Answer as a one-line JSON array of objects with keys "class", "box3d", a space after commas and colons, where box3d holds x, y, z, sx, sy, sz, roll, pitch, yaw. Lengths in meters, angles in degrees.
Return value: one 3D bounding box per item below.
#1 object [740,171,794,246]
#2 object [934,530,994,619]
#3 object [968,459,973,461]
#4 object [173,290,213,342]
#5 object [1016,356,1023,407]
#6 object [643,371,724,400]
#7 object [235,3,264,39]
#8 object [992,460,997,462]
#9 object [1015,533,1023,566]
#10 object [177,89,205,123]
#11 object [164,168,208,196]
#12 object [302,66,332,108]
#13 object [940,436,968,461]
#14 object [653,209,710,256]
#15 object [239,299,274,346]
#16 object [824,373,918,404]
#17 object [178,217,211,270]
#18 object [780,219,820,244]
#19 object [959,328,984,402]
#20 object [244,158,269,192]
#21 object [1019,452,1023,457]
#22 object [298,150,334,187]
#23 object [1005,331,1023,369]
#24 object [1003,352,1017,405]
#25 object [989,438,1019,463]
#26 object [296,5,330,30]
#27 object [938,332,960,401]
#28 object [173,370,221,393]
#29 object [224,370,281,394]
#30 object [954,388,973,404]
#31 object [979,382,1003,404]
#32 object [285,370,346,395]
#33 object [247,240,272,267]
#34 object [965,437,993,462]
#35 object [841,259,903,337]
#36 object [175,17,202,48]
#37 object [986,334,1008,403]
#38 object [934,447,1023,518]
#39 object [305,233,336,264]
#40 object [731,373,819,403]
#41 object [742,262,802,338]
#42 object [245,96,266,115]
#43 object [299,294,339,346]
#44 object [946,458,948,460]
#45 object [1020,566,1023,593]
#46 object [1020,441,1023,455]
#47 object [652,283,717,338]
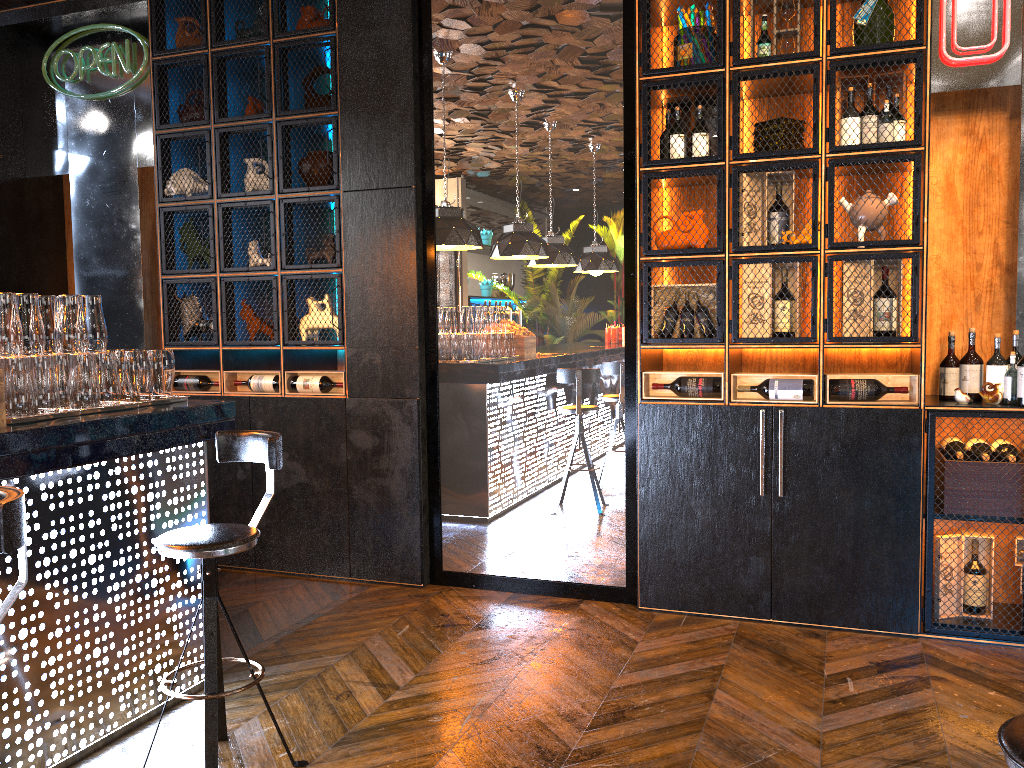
[{"class": "object", "box3d": [1.255, -0.837, 4.372, 0.304, 0.396, 0.162, -1, 4, -5]}, {"class": "object", "box3d": [2.171, 0.916, 4.274, 0.302, 0.396, 0.162, -1, 4, 1]}, {"class": "object", "box3d": [2.234, 0.428, 4.234, 0.100, 0.101, 0.345, 1, 4, 20]}, {"class": "object", "box3d": [-1.919, -0.413, 5.501, 0.369, 0.351, 0.175, 1, 4, 25]}, {"class": "object", "box3d": [2.259, -0.064, 3.874, 0.091, 0.332, 0.091, -3, 5, -26]}, {"class": "object", "box3d": [0.858, 0.005, 4.406, 0.396, 0.132, 0.122, 1, 4, 23]}, {"class": "object", "box3d": [-1.512, -2.130, 5.244, 0.289, 0.332, 0.152, 0, 4, 13]}, {"class": "object", "box3d": [2.329, 0.430, 4.189, 0.100, 0.101, 0.345, 1, 4, 20]}, {"class": "object", "box3d": [2.573, 0.790, 4.131, 0.396, 0.132, 0.137, 2, 5, 30]}, {"class": "object", "box3d": [-1.933, -1.662, 5.409, 0.253, 0.249, 0.126, 1, 4, 20]}, {"class": "object", "box3d": [-1.916, -1.213, 5.440, 0.403, 0.221, 0.192, -2, 4, -10]}, {"class": "object", "box3d": [-1.102, -1.675, 5.114, 0.249, 0.290, 0.114, 1, 4, 20]}, {"class": "object", "box3d": [2.138, 0.322, 4.276, 0.100, 0.101, 0.365, 1, 4, 20]}, {"class": "object", "box3d": [0.833, -0.745, 4.374, 0.278, 0.222, 0.138, 1, 4, 20]}, {"class": "object", "box3d": [-1.529, -0.369, 5.325, 0.208, 0.280, 0.131, -1, 4, 2]}, {"class": "object", "box3d": [1.669, 0.020, 4.145, 0.396, 0.132, 0.126, 0, 4, 9]}, {"class": "object", "box3d": [-1.919, -0.854, 5.473, 0.255, 0.356, 0.167, 1, 4, 25]}, {"class": "object", "box3d": [1.393, -0.710, 4.286, 0.189, 0.183, 0.085, 0, 4, 16]}, {"class": "object", "box3d": [2.137, -0.087, 4.126, 0.100, 0.347, 0.100, -3, 5, -26]}, {"class": "object", "box3d": [-1.473, -1.224, 5.312, 0.253, 0.249, 0.126, -2, 4, -10]}, {"class": "object", "box3d": [2.577, 0.463, 4.142, 0.349, 0.248, 0.439, 1, 4, 20]}, {"class": "object", "box3d": [-1.106, -1.219, 5.149, 0.265, 0.239, 0.266, -1, 4, -1]}, {"class": "object", "box3d": [2.306, -0.078, 4.067, 0.091, 0.332, 0.091, -3, 5, -26]}, {"class": "object", "box3d": [2.258, -0.029, 4.004, 0.086, 0.237, 0.179, 2, 5, 39]}, {"class": "object", "box3d": [2.324, 0.327, 4.172, 0.100, 0.101, 0.365, 1, 4, 20]}, {"class": "object", "box3d": [-1.113, -2.068, 5.088, 0.278, 0.222, 0.138, 1, 4, 21]}, {"class": "object", "box3d": [2.082, -0.074, 4.206, 0.100, 0.347, 0.100, -3, 5, -26]}, {"class": "object", "box3d": [-1.913, -0.017, 5.437, 0.396, 0.133, 0.122, 1, 4, 20]}, {"class": "object", "box3d": [-1.514, -0.012, 5.287, 0.396, 0.132, 0.122, 1, 4, 20]}, {"class": "object", "box3d": [2.055, 0.054, 4.033, 0.069, 0.074, 0.068, 3, 5, 40]}, {"class": "object", "box3d": [2.170, 0.042, 4.007, 0.087, 0.102, 0.077, -1, 4, -1]}, {"class": "object", "box3d": [-1.110, -0.009, 5.135, 0.396, 0.132, 0.123, 1, 4, 21]}, {"class": "object", "box3d": [-1.512, -0.768, 5.352, 0.183, 0.210, 0.096, 1, 4, 23]}, {"class": "object", "box3d": [2.229, 0.325, 4.218, 0.100, 0.101, 0.365, 1, 4, 20]}, {"class": "object", "box3d": [1.721, -0.401, 4.252, 0.276, 0.396, 0.136, 0, 4, 11]}, {"class": "object", "box3d": [-1.909, -2.093, 5.382, 0.253, 0.249, 0.126, -2, 4, -10]}, {"class": "object", "box3d": [2.216, -0.073, 4.053, 0.086, 0.313, 0.086, -3, 5, -26]}, {"class": "object", "box3d": [2.230, 0.462, 4.229, 0.349, 0.248, 0.439, 1, 4, 20]}, {"class": "object", "box3d": [-1.115, -0.771, 5.188, 0.212, 0.220, 0.119, -1, 4, 5]}, {"class": "object", "box3d": [1.265, 0.017, 4.258, 0.396, 0.132, 0.122, 1, 4, 25]}, {"class": "object", "box3d": [1.283, -0.404, 4.377, 0.281, 0.396, 0.139, 0, 4, 18]}, {"class": "object", "box3d": [-1.513, -1.620, 5.296, 0.105, 0.168, 0.210, 1, 4, 20]}, {"class": "object", "box3d": [-1.080, -0.379, 5.204, 0.341, 0.303, 0.164, 1, 4, 25]}, {"class": "object", "box3d": [2.140, 0.426, 4.283, 0.100, 0.101, 0.365, 1, 4, 20]}, {"class": "object", "box3d": [2.599, 0.921, 4.136, 0.396, 0.132, 0.125, 1, 5, 29]}, {"class": "object", "box3d": [2.478, 0.325, 4.171, 0.100, 0.101, 0.365, 1, 4, 20]}, {"class": "object", "box3d": [0.899, -0.360, 4.537, 0.361, 0.297, 0.152, 0, 4, 12]}]
